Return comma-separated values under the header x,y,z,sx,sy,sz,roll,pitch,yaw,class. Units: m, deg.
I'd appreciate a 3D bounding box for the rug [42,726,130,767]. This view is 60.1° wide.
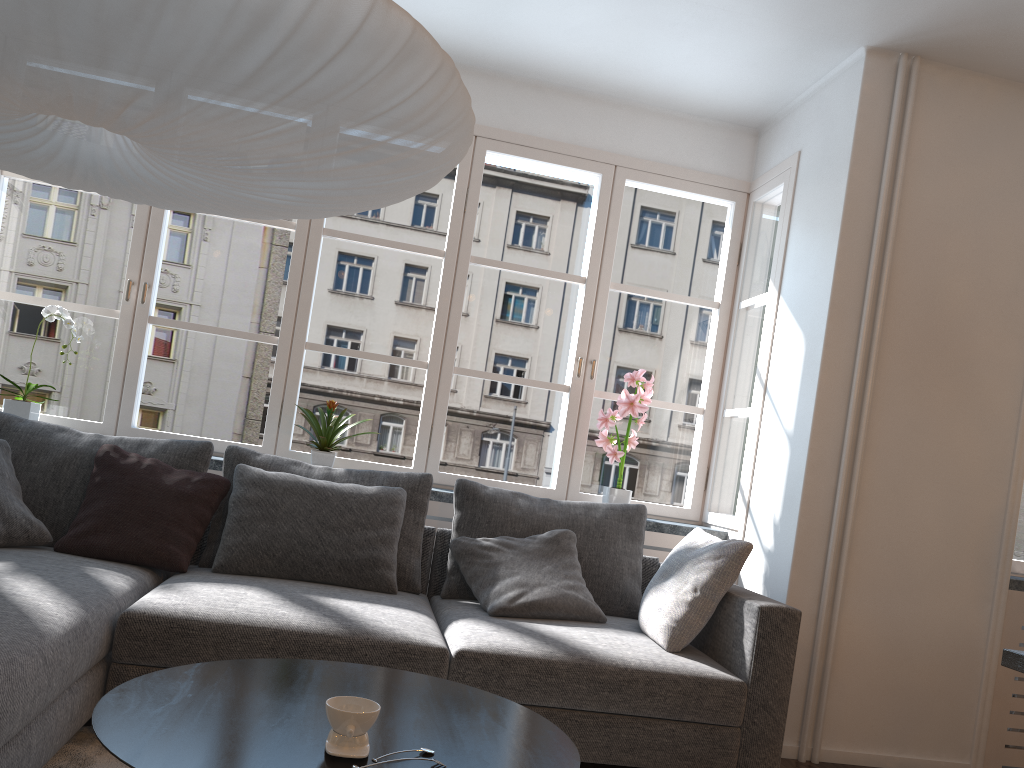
x,y,z,sx,sy,sz,roll,pitch,yaw,class
-0.476,1.045,1.477,2.853,0.012,2.831,11,-6,-29,rug

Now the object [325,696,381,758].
x,y,z,sx,sy,sz,roll,pitch,yaw,class
-0.270,0.566,1.450,0.091,0.069,0.139,8,-4,3,object

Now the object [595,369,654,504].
x,y,z,sx,sy,sz,roll,pitch,yaw,class
0.513,0.268,4.133,0.202,0.689,0.296,9,-2,-30,object

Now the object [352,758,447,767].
x,y,z,sx,sy,sz,roll,pitch,yaw,class
-0.177,0.602,1.403,0.164,0.016,0.025,12,-5,-34,object

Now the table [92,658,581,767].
x,y,z,sx,sy,sz,roll,pitch,yaw,class
-0.331,0.843,1.597,0.848,0.471,0.849,9,-4,-7,table

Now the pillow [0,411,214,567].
x,y,z,sx,sy,sz,roll,pitch,yaw,class
-1.591,0.390,3.301,0.837,0.477,0.275,9,-2,-9,pillow

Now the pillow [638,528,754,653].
x,y,z,sx,sy,sz,roll,pitch,yaw,class
0.619,0.732,3.212,0.287,0.413,0.494,9,-3,-10,pillow

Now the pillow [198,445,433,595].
x,y,z,sx,sy,sz,roll,pitch,yaw,class
-0.744,0.529,3.457,0.841,0.474,0.277,9,-2,-9,pillow

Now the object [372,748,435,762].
x,y,z,sx,sy,sz,roll,pitch,yaw,class
-0.178,0.610,1.461,0.125,0.010,0.026,13,-6,-43,object

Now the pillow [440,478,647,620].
x,y,z,sx,sy,sz,roll,pitch,yaw,class
0.149,0.677,3.598,0.838,0.476,0.275,9,-2,-9,pillow

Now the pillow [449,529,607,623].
x,y,z,sx,sy,sz,roll,pitch,yaw,class
0.062,0.701,3.340,0.495,0.320,0.443,10,-4,-28,pillow

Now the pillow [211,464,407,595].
x,y,z,sx,sy,sz,roll,pitch,yaw,class
-0.738,0.543,3.313,0.668,0.396,0.292,9,-2,-10,pillow

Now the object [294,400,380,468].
x,y,z,sx,sy,sz,roll,pitch,yaw,class
-0.789,0.234,3.901,0.378,0.328,0.321,11,-4,-34,object

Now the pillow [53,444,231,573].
x,y,z,sx,sy,sz,roll,pitch,yaw,class
-1.319,0.445,3.189,0.522,0.402,0.311,9,-2,-7,pillow

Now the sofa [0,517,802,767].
x,y,z,sx,sy,sz,roll,pitch,yaw,class
-0.594,0.794,2.598,3.073,0.670,2.043,9,-5,-9,sofa

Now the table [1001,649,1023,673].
x,y,z,sx,sy,sz,roll,pitch,yaw,class
2.017,1.061,1.249,1.108,0.677,2.505,9,-5,-9,table

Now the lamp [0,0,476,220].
x,y,z,sx,sy,sz,roll,pitch,yaw,class
-0.810,-0.545,1.700,1.465,0.209,1.480,6,-6,27,lamp

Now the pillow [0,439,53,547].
x,y,z,sx,sy,sz,roll,pitch,yaw,class
-1.840,0.359,2.954,0.345,0.359,0.519,7,-4,30,pillow
